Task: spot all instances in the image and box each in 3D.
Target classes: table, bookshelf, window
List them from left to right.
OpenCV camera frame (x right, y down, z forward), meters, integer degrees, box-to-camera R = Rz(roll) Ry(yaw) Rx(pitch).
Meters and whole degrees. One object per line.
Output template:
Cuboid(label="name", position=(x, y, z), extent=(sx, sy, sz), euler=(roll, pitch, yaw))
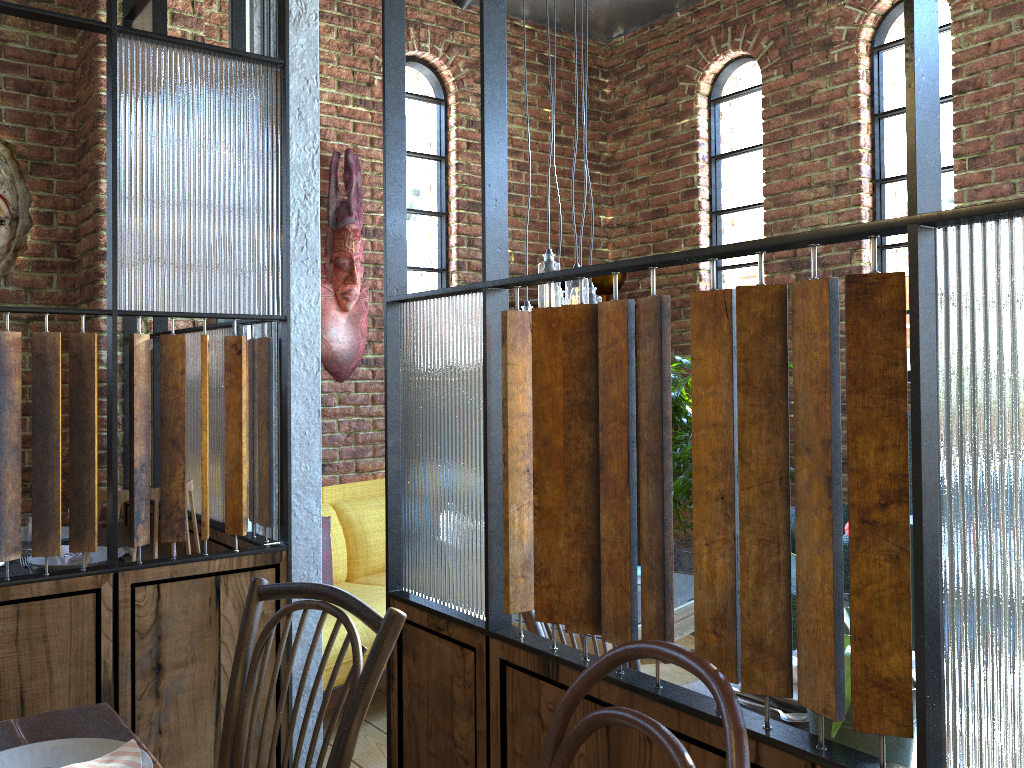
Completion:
Cuboid(label="table", position=(-0.637, 0.900, 0.853), extent=(0.695, 0.728, 1.077), euler=(0, 0, -37))
Cuboid(label="table", position=(-1.455, 0.891, 2.749), extent=(0.717, 0.727, 0.784), euler=(0, 0, -37))
Cuboid(label="table", position=(0.237, 0.980, 3.126), extent=(0.785, 0.508, 0.892), euler=(-1, 0, 38))
Cuboid(label="bookshelf", position=(0.376, 0.381, 4.946), extent=(0.780, 1.668, 0.331), euler=(0, -1, -36))
Cuboid(label="table", position=(0.640, 0.884, 1.295), extent=(0.717, 0.727, 0.784), euler=(0, 0, -37))
Cuboid(label="window", position=(1.607, -0.787, 3.011), extent=(8.815, 2.430, 3.325), euler=(0, 0, 21))

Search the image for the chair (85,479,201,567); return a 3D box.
Cuboid(label="chair", position=(-1.042, 0.756, 2.320), extent=(0.472, 1.006, 0.510), euler=(-1, -1, 40))

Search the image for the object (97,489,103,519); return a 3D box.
Cuboid(label="object", position=(-1.314, 0.430, 2.746), extent=(0.096, 0.192, 0.101), euler=(0, -1, -16))

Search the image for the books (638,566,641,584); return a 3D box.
Cuboid(label="books", position=(0.387, 0.709, 3.254), extent=(0.268, 0.028, 0.163), euler=(-1, 1, -11))

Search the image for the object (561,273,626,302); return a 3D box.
Cuboid(label="object", position=(0.396, 0.235, 4.946), extent=(0.581, 1.762, 0.342), euler=(0, -1, -42))

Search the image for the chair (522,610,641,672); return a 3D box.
Cuboid(label="chair", position=(0.277, 0.785, 1.723), extent=(0.386, 0.915, 0.546), euler=(0, -1, -42))

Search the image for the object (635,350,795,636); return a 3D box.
Cuboid(label="object", position=(0.983, 0.453, 4.273), extent=(0.896, 1.529, 0.694), euler=(-1, -1, 32))

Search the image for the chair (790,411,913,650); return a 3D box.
Cuboid(label="chair", position=(1.339, 0.670, 3.523), extent=(1.013, 1.098, 0.822), euler=(-1, 0, -12))

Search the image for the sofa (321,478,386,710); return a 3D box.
Cuboid(label="sofa", position=(-0.553, 0.853, 3.789), extent=(0.827, 0.763, 1.903), euler=(-1, 0, 37))

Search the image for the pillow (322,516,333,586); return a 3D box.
Cuboid(label="pillow", position=(-0.590, 0.653, 3.813), extent=(0.419, 0.453, 1.426), euler=(-1, 0, 41))

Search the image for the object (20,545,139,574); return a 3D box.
Cuboid(label="object", position=(-1.265, 0.502, 2.599), extent=(0.311, 0.051, 0.281), euler=(-1, 1, -33))

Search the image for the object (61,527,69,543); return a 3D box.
Cuboid(label="object", position=(-1.596, 0.502, 2.957), extent=(0.311, 0.051, 0.281), euler=(-1, 1, -33))

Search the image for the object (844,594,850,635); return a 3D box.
Cuboid(label="object", position=(0.532, 0.425, 1.334), extent=(0.102, 0.192, 0.094), euler=(-1, -1, 29))

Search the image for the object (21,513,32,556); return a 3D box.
Cuboid(label="object", position=(-1.510, 0.468, 2.738), extent=(0.084, 0.119, 0.085), euler=(-1, 0, -5))

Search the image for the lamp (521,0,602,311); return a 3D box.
Cuboid(label="lamp", position=(0.075, -1.033, 3.134), extent=(0.495, 2.120, 0.293), euler=(-1, -1, -11))

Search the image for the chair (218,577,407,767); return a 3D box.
Cuboid(label="chair", position=(-0.455, 0.797, 1.282), extent=(0.424, 0.915, 0.497), euler=(-1, -1, 38))

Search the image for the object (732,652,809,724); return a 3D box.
Cuboid(label="object", position=(0.511, 0.494, 1.480), extent=(0.311, 0.051, 0.281), euler=(-1, 1, -33))

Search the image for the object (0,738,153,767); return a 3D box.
Cuboid(label="object", position=(-0.614, 0.510, 1.150), extent=(0.258, 0.051, 0.339), euler=(-1, 1, -33))

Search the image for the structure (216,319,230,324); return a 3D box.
Cuboid(label="structure", position=(-1.174, -0.159, 4.043), extent=(0.351, 0.640, 0.108), euler=(0, -1, -35))

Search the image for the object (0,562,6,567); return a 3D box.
Cuboid(label="object", position=(-1.613, 0.506, 2.600), extent=(0.258, 0.051, 0.339), euler=(-1, 1, -33))

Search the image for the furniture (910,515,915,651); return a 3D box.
Cuboid(label="furniture", position=(2.425, 0.811, 1.953), extent=(1.305, 0.822, 2.729), euler=(-1, 0, -37))

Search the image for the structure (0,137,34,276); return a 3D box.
Cuboid(label="structure", position=(-2.142, -0.694, 3.375), extent=(0.563, 0.727, 0.132), euler=(0, -1, -36))

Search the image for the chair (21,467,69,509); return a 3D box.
Cuboid(label="chair", position=(-1.812, 0.792, 3.268), extent=(0.429, 0.921, 0.561), euler=(0, -1, -15))

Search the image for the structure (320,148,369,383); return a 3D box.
Cuboid(label="structure", position=(-0.840, -0.576, 4.362), extent=(0.231, 1.147, 0.223), euler=(-1, -1, 9))

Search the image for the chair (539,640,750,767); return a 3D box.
Cuboid(label="chair", position=(-0.016, 0.795, 1.004), extent=(0.534, 0.921, 0.450), euler=(0, -1, -19))

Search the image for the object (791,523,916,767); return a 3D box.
Cuboid(label="object", position=(0.440, 0.311, 1.137), extent=(0.138, 0.427, 0.209), euler=(-1, -1, -4))
